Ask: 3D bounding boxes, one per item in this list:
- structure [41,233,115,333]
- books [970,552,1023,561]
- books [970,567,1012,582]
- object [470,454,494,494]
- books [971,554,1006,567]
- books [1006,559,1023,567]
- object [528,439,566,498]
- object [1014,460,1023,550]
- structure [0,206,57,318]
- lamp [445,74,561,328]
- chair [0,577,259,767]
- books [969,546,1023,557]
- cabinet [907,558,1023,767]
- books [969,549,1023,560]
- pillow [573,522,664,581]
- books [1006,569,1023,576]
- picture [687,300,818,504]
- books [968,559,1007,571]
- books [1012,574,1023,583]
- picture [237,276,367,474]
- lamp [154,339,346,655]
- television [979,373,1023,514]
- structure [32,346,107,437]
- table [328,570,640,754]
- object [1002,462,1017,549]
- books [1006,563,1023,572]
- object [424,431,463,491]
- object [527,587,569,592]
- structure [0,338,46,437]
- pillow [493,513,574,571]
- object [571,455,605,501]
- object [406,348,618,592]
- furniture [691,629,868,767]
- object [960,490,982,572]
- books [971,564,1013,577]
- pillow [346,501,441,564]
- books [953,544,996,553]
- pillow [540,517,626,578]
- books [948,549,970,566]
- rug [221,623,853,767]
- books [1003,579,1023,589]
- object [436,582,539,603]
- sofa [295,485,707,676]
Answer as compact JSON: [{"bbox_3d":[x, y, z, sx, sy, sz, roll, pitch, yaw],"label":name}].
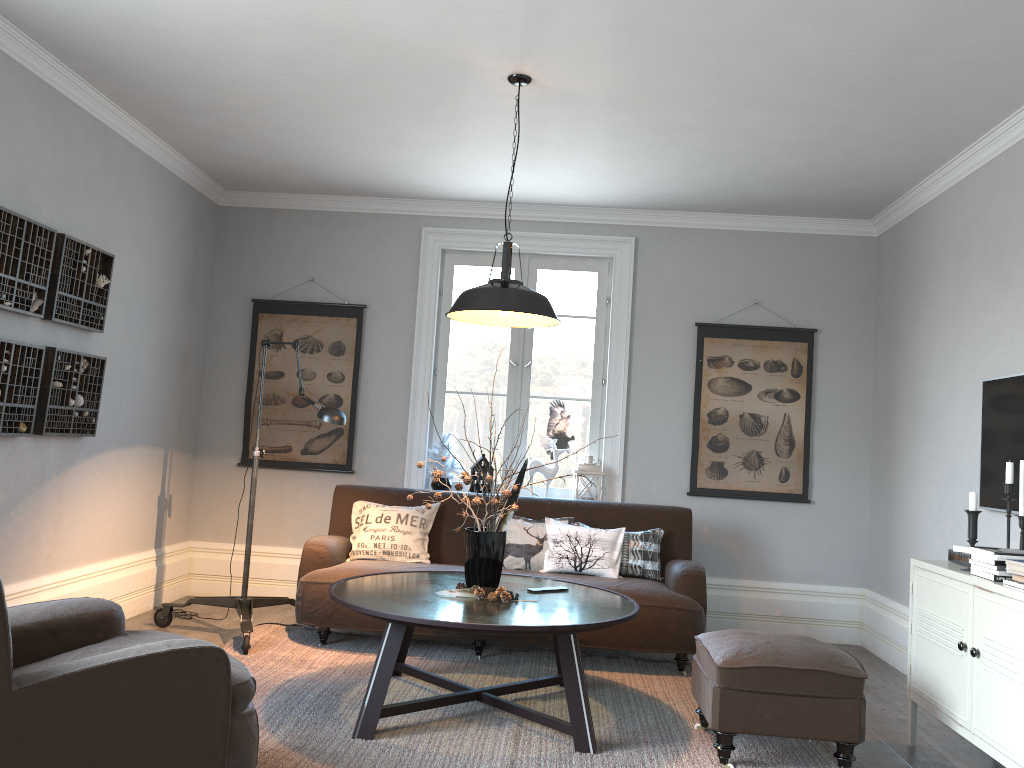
[{"bbox_3d":[-2.123,-0.487,4.384,0.105,0.416,0.468,3,-4,3],"label":"structure"},{"bbox_3d":[1.820,0.624,3.174,0.265,0.010,0.196,3,-4,3],"label":"books"},{"bbox_3d":[1.821,0.691,3.173,0.271,0.022,0.200,3,-4,5],"label":"books"},{"bbox_3d":[-0.197,0.600,5.811,0.155,0.285,0.155,4,-4,-7],"label":"object"},{"bbox_3d":[1.815,0.638,3.176,0.251,0.019,0.200,3,-4,5],"label":"books"},{"bbox_3d":[1.806,0.605,2.944,0.235,0.014,0.184,4,-4,-9],"label":"books"},{"bbox_3d":[0.223,0.556,5.711,0.239,0.410,0.128,4,-4,0],"label":"object"},{"bbox_3d":[1.947,0.499,3.376,0.066,0.457,0.066,6,-5,-29],"label":"object"},{"bbox_3d":[-2.177,-0.526,3.852,0.099,0.416,0.467,3,-4,3],"label":"structure"},{"bbox_3d":[-0.005,-0.814,3.884,0.503,1.076,0.504,7,-6,-39],"label":"lamp"},{"bbox_3d":[-1.240,0.820,2.452,0.807,0.796,0.969,-1,-6,44],"label":"chair"},{"bbox_3d":[1.820,0.606,3.184,0.263,0.008,0.212,3,-4,5],"label":"books"},{"bbox_3d":[1.795,1.075,3.113,0.408,0.757,1.151,3,-4,3],"label":"cabinet"},{"bbox_3d":[1.816,0.614,3.176,0.260,0.010,0.196,3,-4,2],"label":"books"},{"bbox_3d":[0.601,0.951,5.049,0.542,0.288,0.183,3,-4,5],"label":"pillow"},{"bbox_3d":[1.808,0.637,2.942,0.235,0.014,0.184,4,-4,-7],"label":"books"},{"bbox_3d":[1.573,0.096,5.801,0.793,1.314,0.057,3,-4,3],"label":"picture"},{"bbox_3d":[1.823,0.656,3.178,0.271,0.016,0.222,3,-4,3],"label":"books"},{"bbox_3d":[1.821,0.658,2.941,0.238,0.027,0.175,4,-4,0],"label":"books"},{"bbox_3d":[-1.404,-0.078,5.979,0.793,1.314,0.057,3,-4,3],"label":"picture"},{"bbox_3d":[-1.504,0.574,5.125,1.864,1.645,0.797,0,-6,41],"label":"lamp"},{"bbox_3d":[2.199,0.228,3.657,0.041,0.657,1.062,3,-4,3],"label":"television"},{"bbox_3d":[-2.165,0.048,4.364,0.086,0.416,0.467,3,-4,3],"label":"structure"},{"bbox_3d":[-0.131,1.138,3.734,1.300,0.503,1.299,4,-4,-4],"label":"table"},{"bbox_3d":[1.858,0.501,3.318,0.092,0.431,0.092,7,-5,-37],"label":"object"},{"bbox_3d":[1.805,0.620,2.938,0.235,0.017,0.184,4,-4,-9],"label":"books"},{"bbox_3d":[-0.464,0.513,5.825,0.263,0.424,0.247,0,-6,39],"label":"object"},{"bbox_3d":[0.162,0.917,3.961,0.207,0.011,0.051,7,-5,-36],"label":"object"},{"bbox_3d":[-2.196,0.015,3.816,0.086,0.416,0.467,3,-4,3],"label":"structure"},{"bbox_3d":[0.107,0.916,5.042,0.472,0.348,0.159,4,-4,1],"label":"pillow"},{"bbox_3d":[0.489,0.619,5.749,0.193,0.322,0.193,4,-4,-3],"label":"object"},{"bbox_3d":[0.019,0.362,3.724,0.853,1.066,0.525,6,-5,-26],"label":"object"},{"bbox_3d":[1.009,1.202,3.412,0.583,0.440,0.574,3,-4,4],"label":"furniture"},{"bbox_3d":[1.767,0.563,3.401,0.083,0.311,0.082,5,-5,-19],"label":"object"},{"bbox_3d":[1.813,0.671,3.168,0.253,0.016,0.200,3,-4,1],"label":"books"},{"bbox_3d":[-0.694,0.859,5.131,0.519,0.369,0.240,3,-4,3],"label":"pillow"},{"bbox_3d":[1.921,0.675,3.588,0.160,0.024,0.199,7,-5,-42],"label":"books"},{"bbox_3d":[0.395,0.918,4.951,0.471,0.309,0.188,3,-4,4],"label":"pillow"},{"bbox_3d":[1.923,0.710,3.559,0.218,0.049,0.276,3,-4,3],"label":"books"},{"bbox_3d":[-0.112,1.336,3.754,2.819,0.090,2.399,3,-4,4],"label":"rug"},{"bbox_3d":[1.803,0.678,2.947,0.243,0.014,0.196,3,-4,3],"label":"books"},{"bbox_3d":[-0.103,0.857,3.664,0.404,0.067,0.153,2,-4,21],"label":"object"},{"bbox_3d":[-0.046,1.058,4.971,2.165,0.825,0.968,3,-4,3],"label":"sofa"}]
